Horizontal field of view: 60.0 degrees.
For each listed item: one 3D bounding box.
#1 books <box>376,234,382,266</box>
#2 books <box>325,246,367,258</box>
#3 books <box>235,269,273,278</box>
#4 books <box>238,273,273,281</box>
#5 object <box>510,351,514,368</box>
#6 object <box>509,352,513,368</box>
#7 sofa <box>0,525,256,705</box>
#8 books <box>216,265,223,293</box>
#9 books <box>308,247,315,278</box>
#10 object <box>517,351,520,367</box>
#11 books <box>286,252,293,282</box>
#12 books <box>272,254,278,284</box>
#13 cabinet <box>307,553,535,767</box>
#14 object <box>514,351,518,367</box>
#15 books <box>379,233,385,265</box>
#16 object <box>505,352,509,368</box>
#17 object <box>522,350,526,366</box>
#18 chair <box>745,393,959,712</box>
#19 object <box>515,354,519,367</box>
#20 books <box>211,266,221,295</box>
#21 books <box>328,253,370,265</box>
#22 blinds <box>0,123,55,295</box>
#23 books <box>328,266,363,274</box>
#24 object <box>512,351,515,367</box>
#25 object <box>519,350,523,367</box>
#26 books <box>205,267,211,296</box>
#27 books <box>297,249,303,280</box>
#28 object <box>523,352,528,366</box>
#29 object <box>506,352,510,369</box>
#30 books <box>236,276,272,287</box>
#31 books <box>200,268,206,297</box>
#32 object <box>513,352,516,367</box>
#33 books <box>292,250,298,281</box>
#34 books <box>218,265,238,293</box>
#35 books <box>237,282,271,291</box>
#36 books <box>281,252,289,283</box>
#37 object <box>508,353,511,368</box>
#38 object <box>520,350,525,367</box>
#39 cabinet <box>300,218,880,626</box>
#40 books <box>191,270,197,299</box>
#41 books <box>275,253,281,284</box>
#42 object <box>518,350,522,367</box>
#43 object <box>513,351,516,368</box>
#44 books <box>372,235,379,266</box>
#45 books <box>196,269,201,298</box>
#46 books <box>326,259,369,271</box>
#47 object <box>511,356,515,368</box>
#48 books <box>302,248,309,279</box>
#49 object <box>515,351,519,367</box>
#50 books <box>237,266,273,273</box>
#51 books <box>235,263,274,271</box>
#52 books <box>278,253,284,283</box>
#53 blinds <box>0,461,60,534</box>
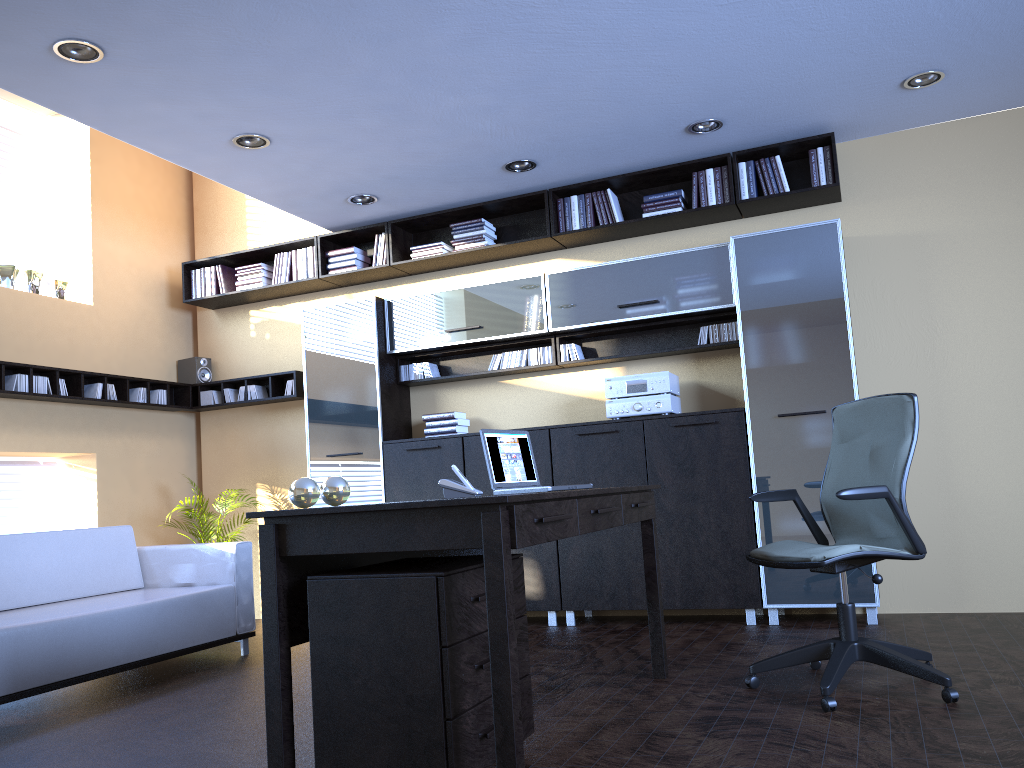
[{"bbox_3d":[-0.971,-1.001,6.820,0.075,0.259,0.208,-6,-6,21],"label":"books"},{"bbox_3d":[-1.298,-1.013,6.948,0.258,0.050,0.208,-6,-7,21],"label":"books"},{"bbox_3d":[-2.096,-0.889,7.260,0.258,0.028,0.208,-7,-7,22],"label":"books"},{"bbox_3d":[-2.077,-0.860,7.272,0.258,0.028,0.208,-7,-7,22],"label":"books"},{"bbox_3d":[0.028,-0.168,6.427,0.040,0.118,0.142,-6,-7,22],"label":"object"},{"bbox_3d":[0.017,-0.168,6.428,0.040,0.118,0.142,-6,-7,22],"label":"object"},{"bbox_3d":[-2.483,1.230,4.840,1.015,0.846,2.060,-6,-7,22],"label":"sofa"},{"bbox_3d":[-2.368,-0.841,7.380,0.075,0.259,0.208,-6,-6,21],"label":"books"},{"bbox_3d":[-1.541,-0.938,7.035,0.050,0.258,0.208,-6,-6,22],"label":"books"},{"bbox_3d":[0.075,-0.174,6.410,0.040,0.118,0.142,-6,-7,22],"label":"object"},{"bbox_3d":[-1.738,-0.913,7.133,0.075,0.259,0.208,-6,-6,21],"label":"books"},{"bbox_3d":[-1.859,-0.900,7.172,0.075,0.259,0.208,-6,-6,22],"label":"books"},{"bbox_3d":[-0.262,0.934,2.909,0.500,0.678,0.635,-6,-7,22],"label":"cabinet"},{"bbox_3d":[0.053,-0.172,6.409,0.040,0.118,0.142,-6,-7,22],"label":"object"},{"bbox_3d":[-0.947,-1.006,6.796,0.075,0.259,0.208,-6,-6,21],"label":"books"},{"bbox_3d":[-0.010,-0.164,6.440,0.036,0.115,0.140,-6,-7,22],"label":"object"},{"bbox_3d":[0.110,-0.179,6.388,0.036,0.115,0.140,-6,-7,22],"label":"object"},{"bbox_3d":[1.412,0.657,3.740,0.768,1.212,0.834,-1,-6,-21],"label":"chair"},{"bbox_3d":[0.064,-0.173,6.411,0.040,0.118,0.142,-6,-7,22],"label":"object"},{"bbox_3d":[-2.428,-0.835,7.401,0.050,0.258,0.208,-6,-6,21],"label":"books"},{"bbox_3d":[-1.273,-0.964,6.939,0.258,0.050,0.208,-7,-7,22],"label":"books"},{"bbox_3d":[-4.644,-1.521,4.502,0.039,1.457,5.401,-6,-7,22],"label":"blinds"},{"bbox_3d":[-1.270,-0.863,6.925,0.258,0.050,0.208,-6,-7,22],"label":"books"},{"bbox_3d":[0.035,-0.170,6.417,0.036,0.115,0.140,-6,-7,21],"label":"object"},{"bbox_3d":[0.093,-0.176,6.400,0.040,0.118,0.142,-6,-7,21],"label":"object"},{"bbox_3d":[-2.476,-0.829,7.419,0.050,0.258,0.208,-6,-6,22],"label":"books"},{"bbox_3d":[-1.634,-0.926,7.081,0.050,0.258,0.208,-6,-6,22],"label":"books"},{"bbox_3d":[0.119,-0.179,6.386,0.040,0.118,0.142,-6,-7,22],"label":"object"},{"bbox_3d":[-0.003,-0.166,6.433,0.040,0.118,0.142,-6,-7,22],"label":"object"},{"bbox_3d":[-2.091,-0.820,7.263,0.258,0.050,0.208,-6,-7,21],"label":"books"},{"bbox_3d":[-2.527,-0.824,7.432,0.050,0.258,0.208,-6,-6,21],"label":"books"},{"bbox_3d":[0.045,-0.171,6.416,0.036,0.115,0.140,-6,-7,22],"label":"object"},{"bbox_3d":[-1.682,-0.920,7.100,0.050,0.258,0.208,-6,-6,22],"label":"books"},{"bbox_3d":[-2.341,-0.845,7.363,0.075,0.259,0.208,-6,-6,21],"label":"books"},{"bbox_3d":[-2.080,-0.770,7.249,0.258,0.050,0.208,-7,-7,22],"label":"books"},{"bbox_3d":[-1.773,-0.911,7.131,0.075,0.259,0.208,-6,-6,21],"label":"books"},{"bbox_3d":[0.009,-0.166,6.433,0.036,0.115,0.140,-6,-7,22],"label":"object"},{"bbox_3d":[0.102,-0.177,6.396,0.040,0.118,0.142,-6,-7,22],"label":"object"},{"bbox_3d":[0.338,0.421,6.123,3.880,2.393,0.491,-6,-6,22],"label":"cabinet"},{"bbox_3d":[-2.620,-0.813,7.477,0.050,0.258,0.208,-6,-6,22],"label":"books"},{"bbox_3d":[-1.832,-0.904,7.154,0.075,0.259,0.208,-6,-6,21],"label":"books"},{"bbox_3d":[0.082,-0.175,6.400,0.040,0.118,0.142,-6,-7,22],"label":"object"},{"bbox_3d":[0.046,-0.171,6.418,0.040,0.118,0.142,-6,-7,22],"label":"object"},{"bbox_3d":[-1.002,-0.998,6.828,0.075,0.259,0.208,-6,-6,22],"label":"books"},{"bbox_3d":[-2.571,-0.818,7.461,0.050,0.258,0.208,-6,-6,21],"label":"books"},{"bbox_3d":[-1.285,-0.913,6.929,0.258,0.050,0.208,-6,-7,21],"label":"books"},{"bbox_3d":[0.037,-0.170,6.422,0.040,0.118,0.142,-6,-7,22],"label":"object"},{"bbox_3d":[-1.589,-0.932,7.054,0.050,0.258,0.208,-6,-6,22],"label":"books"},{"bbox_3d":[0.063,-0.173,6.406,0.036,0.115,0.140,-6,-7,22],"label":"object"},{"bbox_3d":[-2.081,-0.917,7.272,0.258,0.028,0.208,-6,-7,21],"label":"books"},{"bbox_3d":[-2.103,-0.943,7.282,0.258,0.028,0.208,-7,-7,22],"label":"books"},{"bbox_3d":[-1.803,-0.907,7.141,0.075,0.259,0.208,-6,-6,22],"label":"books"},{"bbox_3d":[-4.475,1.032,4.257,0.047,1.363,5.401,-6,-7,22],"label":"blinds"}]
